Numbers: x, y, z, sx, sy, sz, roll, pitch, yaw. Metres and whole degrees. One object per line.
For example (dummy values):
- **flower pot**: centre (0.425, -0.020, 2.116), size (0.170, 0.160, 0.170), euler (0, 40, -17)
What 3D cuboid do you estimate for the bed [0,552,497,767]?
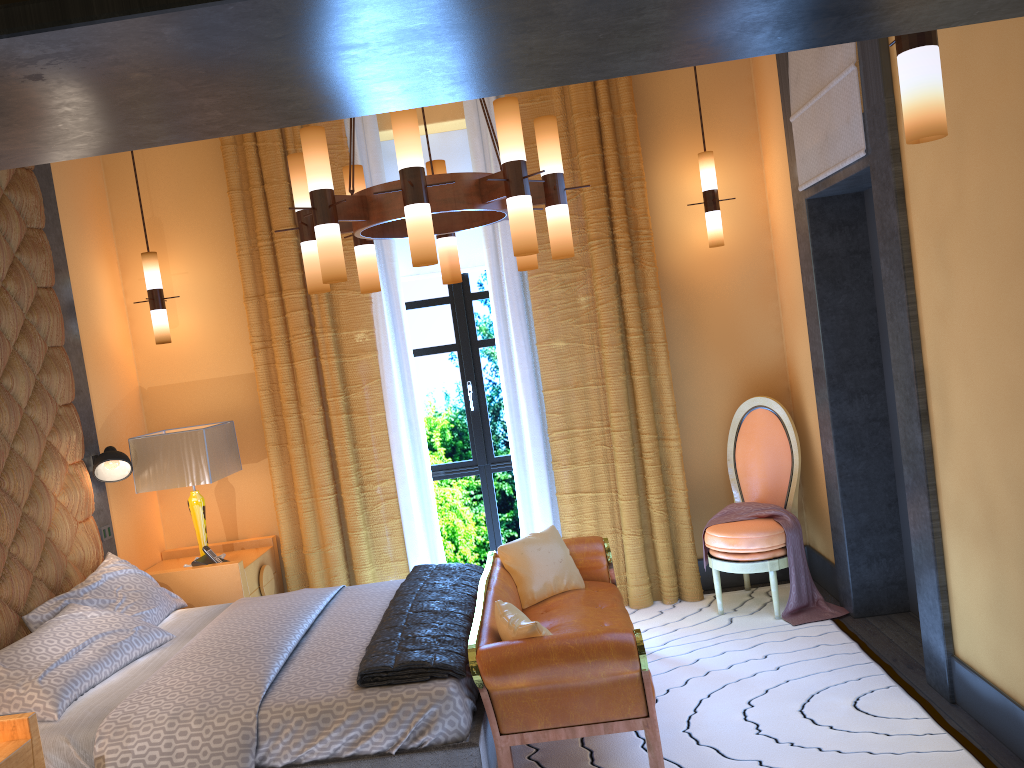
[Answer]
- **bed**: centre (-1.133, 1.188, 3.837), size (2.107, 0.826, 1.886), euler (-8, 3, 2)

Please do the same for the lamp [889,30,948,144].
- **lamp**: centre (0.912, -0.822, 2.009), size (0.199, 0.532, 0.199), euler (-11, 5, -43)

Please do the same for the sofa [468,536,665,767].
- **sofa**: centre (0.223, 1.137, 3.871), size (0.650, 0.641, 1.613), euler (-8, 3, 2)

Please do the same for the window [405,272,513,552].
- **window**: centre (-0.258, -0.067, 5.590), size (1.200, 3.004, 0.130), euler (-8, 4, 2)

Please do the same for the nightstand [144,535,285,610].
- **nightstand**: centre (-1.739, 1.330, 5.135), size (0.720, 0.691, 0.679), euler (-8, 3, 2)

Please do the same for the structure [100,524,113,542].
- **structure**: centre (-2.142, 0.785, 4.677), size (0.016, 0.071, 0.103), euler (-8, 3, 2)

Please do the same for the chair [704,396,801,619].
- **chair**: centre (1.337, 0.673, 4.948), size (0.500, 1.148, 0.631), euler (-5, 4, 35)

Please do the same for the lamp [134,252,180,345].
- **lamp**: centre (-2.076, -0.500, 5.175), size (0.199, 0.532, 0.199), euler (-11, 5, -43)

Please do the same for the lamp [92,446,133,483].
- **lamp**: centre (-1.955, 0.410, 4.747), size (0.567, 0.218, 0.231), euler (-10, 4, -40)

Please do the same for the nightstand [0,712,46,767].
- **nightstand**: centre (-1.811, 1.457, 2.522), size (0.721, 0.701, 0.707), euler (-8, 3, 2)

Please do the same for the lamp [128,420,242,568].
- **lamp**: centre (-1.787, 0.649, 4.995), size (0.424, 0.803, 0.504), euler (-8, 3, 2)

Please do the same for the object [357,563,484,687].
- **object**: centre (-0.347, 0.974, 3.794), size (0.405, 0.105, 1.459), euler (-8, 3, 2)

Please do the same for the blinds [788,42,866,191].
- **blinds**: centre (1.340, -1.728, 3.970), size (0.042, 1.579, 0.894), euler (-8, 4, 2)

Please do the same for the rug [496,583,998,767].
- **rug**: centre (-0.158, 1.523, 3.659), size (3.702, 0.016, 3.382), euler (-8, 3, 2)

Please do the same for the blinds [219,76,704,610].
- **blinds**: centre (-0.363, -0.605, 5.150), size (2.451, 4.152, 0.134), euler (-8, 4, 2)

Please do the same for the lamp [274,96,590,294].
- **lamp**: centre (-0.425, -1.493, 3.362), size (1.142, 2.171, 1.138), euler (-6, 4, 25)

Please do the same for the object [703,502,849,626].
- **object**: centre (1.418, 0.947, 4.862), size (0.428, 0.573, 0.803), euler (-11, 4, -40)

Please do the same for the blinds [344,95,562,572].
- **blinds**: centre (-0.396, -0.582, 5.236), size (2.050, 4.081, 0.236), euler (-8, 4, 0)

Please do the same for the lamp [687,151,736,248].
- **lamp**: centre (1.133, -1.048, 5.045), size (0.199, 0.532, 0.199), euler (-11, 5, -43)

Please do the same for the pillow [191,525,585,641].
- **pillow**: centre (-0.459, 0.948, 4.410), size (2.630, 0.407, 1.144), euler (-5, 4, 44)

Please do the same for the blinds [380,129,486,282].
- **blinds**: centre (-0.405, -1.119, 5.507), size (1.200, 0.874, 0.013), euler (-8, 4, 2)
